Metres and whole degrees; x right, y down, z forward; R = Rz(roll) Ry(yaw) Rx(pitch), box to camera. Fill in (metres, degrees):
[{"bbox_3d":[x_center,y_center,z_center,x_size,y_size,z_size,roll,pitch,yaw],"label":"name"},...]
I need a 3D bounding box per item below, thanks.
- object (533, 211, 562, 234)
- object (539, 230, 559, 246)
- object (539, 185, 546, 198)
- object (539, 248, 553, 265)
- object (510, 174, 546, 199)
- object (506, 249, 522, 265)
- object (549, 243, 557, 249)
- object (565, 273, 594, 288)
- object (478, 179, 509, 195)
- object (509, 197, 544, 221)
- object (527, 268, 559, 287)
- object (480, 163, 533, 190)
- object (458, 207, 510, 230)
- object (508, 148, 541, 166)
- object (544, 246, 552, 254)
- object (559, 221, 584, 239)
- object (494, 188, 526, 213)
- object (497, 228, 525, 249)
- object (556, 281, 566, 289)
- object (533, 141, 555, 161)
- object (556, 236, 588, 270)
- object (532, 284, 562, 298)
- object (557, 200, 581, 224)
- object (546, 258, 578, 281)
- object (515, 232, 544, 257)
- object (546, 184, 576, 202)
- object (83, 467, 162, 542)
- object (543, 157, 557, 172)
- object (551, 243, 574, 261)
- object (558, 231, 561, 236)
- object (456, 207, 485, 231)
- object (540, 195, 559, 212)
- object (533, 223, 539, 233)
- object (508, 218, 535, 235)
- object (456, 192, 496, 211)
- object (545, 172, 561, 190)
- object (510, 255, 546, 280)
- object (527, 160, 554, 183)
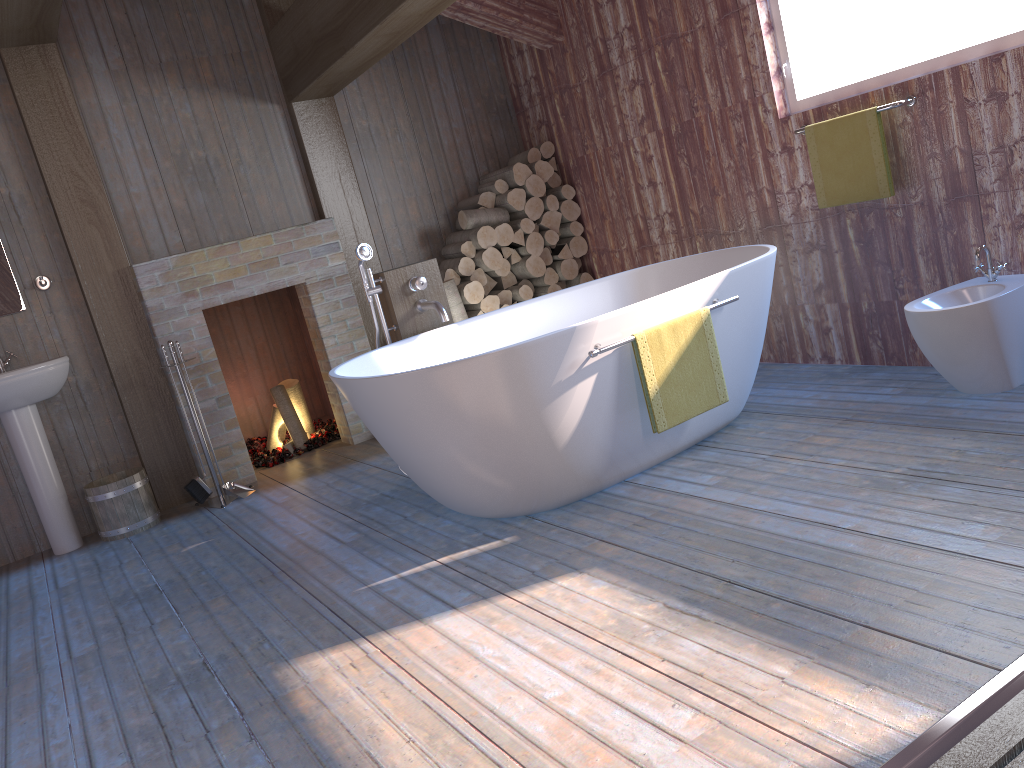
[{"bbox_3d":[0.135,-1.010,5.710,0.172,0.151,0.482,-20,12,-26],"label":"object"},{"bbox_3d":[0.141,-0.921,5.681,0.102,0.109,0.438,-20,12,-27],"label":"object"},{"bbox_3d":[0.095,-1.220,5.761,0.132,0.119,0.319,-20,12,-26],"label":"object"},{"bbox_3d":[0.128,-0.799,5.665,0.111,0.118,0.302,-20,12,-28],"label":"object"},{"bbox_3d":[0.032,-1.217,5.611,0.141,0.143,0.437,-21,12,-29],"label":"object"},{"bbox_3d":[-0.044,-0.798,5.588,0.085,0.096,0.280,-20,12,-26],"label":"object"},{"bbox_3d":[0.218,-0.899,5.714,0.067,0.069,0.177,-20,12,-27],"label":"object"},{"bbox_3d":[0.361,-0.649,5.843,0.139,0.137,0.455,-21,12,-29],"label":"object"},{"bbox_3d":[-0.117,-1.213,5.514,0.094,0.097,0.227,-20,12,-26],"label":"object"},{"bbox_3d":[0.033,-1.075,5.617,0.143,0.151,0.440,-20,12,-27],"label":"object"},{"bbox_3d":[0.165,-0.678,5.678,0.114,0.113,0.301,-21,12,-29],"label":"object"},{"bbox_3d":[-0.042,-1.289,5.586,0.135,0.139,0.456,-20,12,-26],"label":"object"},{"bbox_3d":[-0.170,-1.007,5.387,0.302,0.157,0.121,-20,12,-26],"label":"object"},{"bbox_3d":[0.078,-1.423,5.668,0.104,0.121,0.270,-20,12,-26],"label":"object"},{"bbox_3d":[0.178,-0.846,5.693,0.065,0.069,0.177,-20,12,-28],"label":"object"},{"bbox_3d":[0.301,-0.991,5.771,0.102,0.109,0.438,-20,12,-27],"label":"object"},{"bbox_3d":[-0.079,-1.131,5.571,0.139,0.148,0.458,-20,12,-27],"label":"object"},{"bbox_3d":[-0.067,-0.882,5.563,0.109,0.124,0.424,-20,12,-28],"label":"object"},{"bbox_3d":[0.226,-0.616,5.859,0.118,0.106,0.319,-21,12,-29],"label":"object"},{"bbox_3d":[0.160,-1.478,5.714,0.112,0.113,0.271,-20,12,-27],"label":"object"},{"bbox_3d":[0.329,-0.829,5.804,0.137,0.256,0.439,-20,12,-27],"label":"object"},{"bbox_3d":[0.196,-0.576,5.695,0.116,0.117,0.289,-21,12,-29],"label":"object"},{"bbox_3d":[0.262,-1.101,5.749,0.147,0.152,0.439,-20,12,-27],"label":"object"},{"bbox_3d":[0.252,-0.727,5.762,0.137,0.133,0.437,-21,12,-29],"label":"object"},{"bbox_3d":[0.038,-0.861,5.628,0.136,0.157,0.439,-20,12,-26],"label":"object"},{"bbox_3d":[0.246,-1.212,5.731,0.102,0.109,0.438,-20,12,-27],"label":"object"},{"bbox_3d":[-1.996,0.616,4.552,0.309,0.290,0.308,-18,11,-17],"label":"object"},{"bbox_3d":[0.178,-1.398,5.745,0.081,0.100,0.281,-20,12,-27],"label":"object"},{"bbox_3d":[0.226,-0.838,5.735,0.115,0.112,0.423,-20,12,-27],"label":"object"},{"bbox_3d":[0.227,-0.973,5.781,0.088,0.092,0.280,-20,12,-26],"label":"object"},{"bbox_3d":[-0.247,-1.026,5.570,0.113,0.130,0.291,-20,12,-26],"label":"object"},{"bbox_3d":[0.148,-1.130,5.677,0.089,0.106,0.437,-20,12,-26],"label":"object"},{"bbox_3d":[0.072,-0.954,5.618,0.095,0.090,0.278,-20,12,-26],"label":"object"},{"bbox_3d":[-0.011,-0.977,5.591,0.102,0.109,0.438,-20,12,-27],"label":"object"},{"bbox_3d":[-0.224,-1.124,5.580,0.140,0.121,0.319,-20,12,-26],"label":"object"},{"bbox_3d":[0.202,-1.304,5.745,0.107,0.115,0.269,-20,12,-26],"label":"object"},{"bbox_3d":[0.034,-0.730,5.630,0.141,0.143,0.437,-21,12,-29],"label":"object"},{"bbox_3d":[0.093,-1.323,5.664,0.133,0.142,0.456,-20,12,-26],"label":"object"}]
